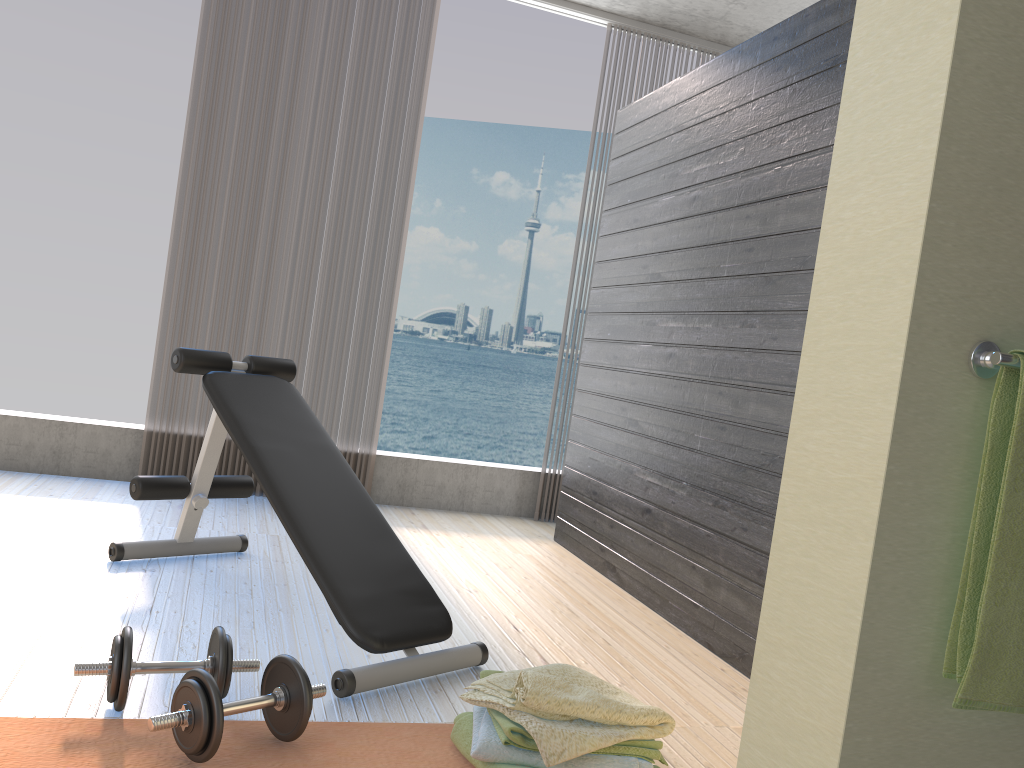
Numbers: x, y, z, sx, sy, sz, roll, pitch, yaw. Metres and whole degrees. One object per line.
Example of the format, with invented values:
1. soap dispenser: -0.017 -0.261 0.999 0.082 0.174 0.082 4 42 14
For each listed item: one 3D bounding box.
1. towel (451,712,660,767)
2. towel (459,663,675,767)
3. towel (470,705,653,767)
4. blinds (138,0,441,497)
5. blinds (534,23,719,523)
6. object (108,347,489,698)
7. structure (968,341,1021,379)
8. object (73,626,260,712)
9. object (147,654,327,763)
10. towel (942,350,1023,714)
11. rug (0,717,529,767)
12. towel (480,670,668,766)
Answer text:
1. towel: 0.089 0.789 1.911 0.380 0.081 0.367 8 2 -20
2. towel: 0.121 0.676 1.923 0.384 0.123 0.373 7 2 -34
3. towel: 0.102 0.765 1.933 0.383 0.078 0.383 8 2 -1
4. blinds: -1.075 -0.798 4.404 1.133 2.744 0.069 8 2 -18
5. blinds: 0.846 -0.534 5.018 1.133 2.744 0.069 8 2 -18
6. object: -0.660 0.322 2.715 1.312 0.746 0.505 10 2 42
7. structure: 0.696 -0.012 1.091 0.298 0.046 0.052 8 2 -18
8. object: -0.753 0.625 1.956 0.385 0.176 0.176 8 2 -26
9. object: -0.543 0.651 1.794 0.176 0.176 0.385 10 2 44
10. towel: 0.653 0.186 1.071 0.214 0.433 0.070 8 2 -22
11. rug: -0.969 0.694 1.436 2.779 0.002 0.716 8 2 -18
12. towel: 0.127 0.731 1.948 0.376 0.085 0.371 8 2 -13
